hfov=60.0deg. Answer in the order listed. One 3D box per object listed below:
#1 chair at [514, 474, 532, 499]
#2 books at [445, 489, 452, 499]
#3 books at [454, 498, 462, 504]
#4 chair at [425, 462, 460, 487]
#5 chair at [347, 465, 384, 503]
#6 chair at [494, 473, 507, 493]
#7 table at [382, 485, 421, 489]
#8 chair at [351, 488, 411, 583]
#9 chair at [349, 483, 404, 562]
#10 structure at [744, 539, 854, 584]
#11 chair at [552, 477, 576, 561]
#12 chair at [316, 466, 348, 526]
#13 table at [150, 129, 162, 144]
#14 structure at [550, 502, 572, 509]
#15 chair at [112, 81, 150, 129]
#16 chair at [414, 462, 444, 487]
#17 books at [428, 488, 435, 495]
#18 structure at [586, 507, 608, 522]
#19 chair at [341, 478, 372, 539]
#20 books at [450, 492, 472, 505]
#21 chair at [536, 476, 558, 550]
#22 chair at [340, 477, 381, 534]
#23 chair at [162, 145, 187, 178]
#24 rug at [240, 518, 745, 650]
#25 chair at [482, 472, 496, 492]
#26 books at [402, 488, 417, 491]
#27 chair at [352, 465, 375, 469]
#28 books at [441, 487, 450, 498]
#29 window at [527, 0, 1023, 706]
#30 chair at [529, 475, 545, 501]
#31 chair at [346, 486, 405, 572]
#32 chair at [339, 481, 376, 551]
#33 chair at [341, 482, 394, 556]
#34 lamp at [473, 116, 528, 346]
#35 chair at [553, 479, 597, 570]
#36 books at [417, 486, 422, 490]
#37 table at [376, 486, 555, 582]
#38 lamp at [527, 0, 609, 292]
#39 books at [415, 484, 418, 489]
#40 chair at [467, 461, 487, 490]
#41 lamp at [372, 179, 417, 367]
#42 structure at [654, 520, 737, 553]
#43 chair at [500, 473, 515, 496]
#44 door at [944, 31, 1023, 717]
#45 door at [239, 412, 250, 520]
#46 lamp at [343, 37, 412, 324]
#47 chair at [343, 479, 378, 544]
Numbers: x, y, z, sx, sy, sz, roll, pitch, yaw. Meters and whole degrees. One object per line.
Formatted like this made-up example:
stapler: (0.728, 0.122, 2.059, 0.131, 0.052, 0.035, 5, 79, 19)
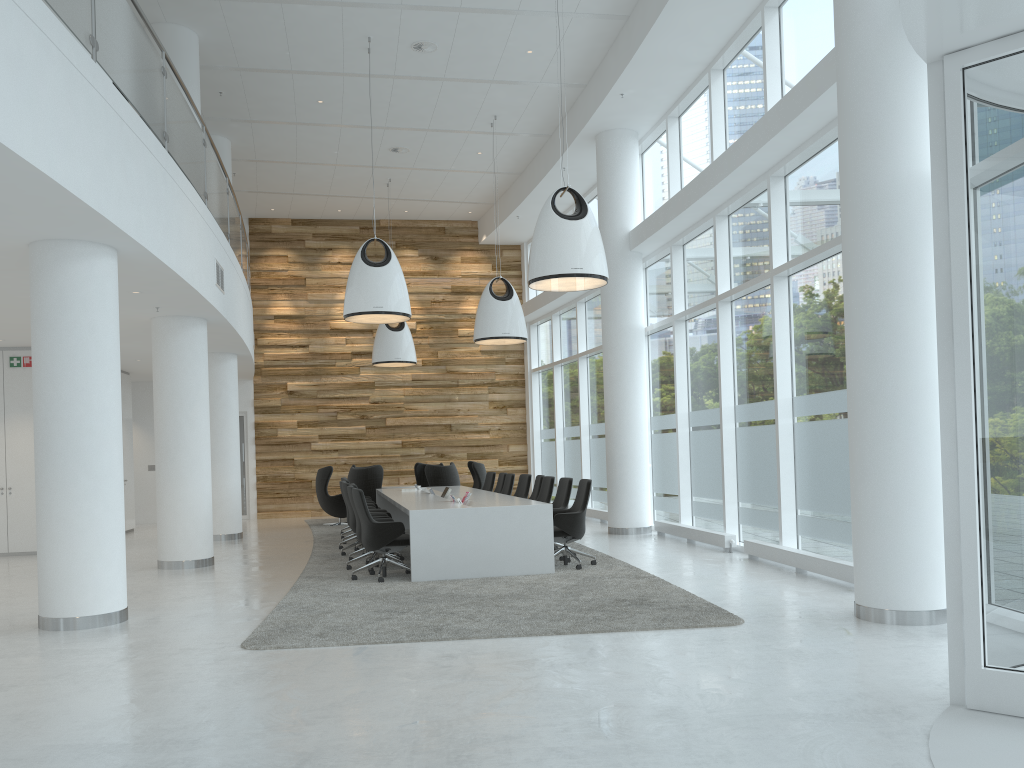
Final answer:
chair: (-0.017, 1.813, 12.982, 0.673, 0.965, 0.687, -1, -2, -17)
books: (-0.955, 1.597, 12.585, 0.158, 0.241, 0.353, -1, -3, -12)
books: (-0.573, 1.414, 10.173, 0.143, 0.226, 0.204, -1, -2, -13)
chair: (-1.397, 2.039, 16.503, 0.919, 1.151, 0.914, -3, -3, 38)
chair: (-2.561, 2.059, 16.289, 0.914, 1.151, 0.919, -2, -2, 8)
chair: (-0.369, 1.941, 14.492, 0.673, 0.965, 0.687, -1, -2, -12)
table: (-2.172, 2.354, 17.367, 0.799, 0.695, 0.800, -2, -3, 13)
chair: (-1.372, 1.576, 9.378, 0.673, 0.965, 0.687, -1, -2, -17)
chair: (-1.704, 1.715, 11.035, 0.673, 0.965, 0.687, -1, -2, -12)
structure: (2.899, 1.782, 8.830, 0.150, 0.213, 2.696, -2, -4, -7)
chair: (0.432, 1.618, 10.660, 0.673, 0.965, 0.687, -1, -2, -12)
chair: (-3.318, 2.150, 17.143, 0.916, 1.151, 0.916, -1, -2, -22)
table: (-4.013, -2.228, 9.228, 0.799, 0.753, 0.801, -1, -3, -22)
structure: (0.851, 2.628, 18.881, 0.150, 0.213, 2.696, -1, -4, -16)
chair: (-3.920, -2.498, 8.406, 0.913, 1.151, 0.919, -1, -2, -21)
chair: (-1.803, 2.206, 18.493, 0.914, 1.151, 0.919, -2, -2, 8)
books: (-1.133, 1.631, 12.892, 0.153, 0.238, 0.191, -1, -2, -12)
structure: (1.645, 2.365, 15.821, 0.150, 0.213, 2.696, -1, -4, -13)
chair: (-2.383, 1.972, 14.061, 0.673, 0.965, 0.687, -1, -2, -12)
books: (-0.612, 1.444, 10.671, 0.231, 0.275, 0.598, -2, -4, 9)
chair: (0.256, 1.686, 11.460, 0.673, 0.965, 0.687, -1, -2, -12)
chair: (-2.545, 2.039, 14.859, 0.674, 0.965, 0.687, -2, -2, -7)
chair: (-4.159, -2.359, 10.099, 0.913, 1.151, 0.919, -1, -2, -18)
rug: (-1.166, 2.313, 12.663, 3.937, 0.010, 13.483, -1, -5, -11)
chair: (-0.579, 2.014, 15.343, 0.673, 0.965, 0.687, -1, -2, -17)
books: (-1.659, 1.703, 14.304, 0.224, 0.026, 0.264, -2, -4, -2)
chair: (-2.944, 2.224, 18.253, 0.919, 1.151, 0.914, -3, -3, 38)
books: (-0.967, 1.578, 12.563, 0.139, 0.229, 0.357, -2, -3, -12)
window: (-18.628, -0.154, 13.343, 62.986, 6.133, 30.849, -4, -5, 28)
chair: (0.162, 1.748, 12.218, 0.674, 0.965, 0.687, -2, -2, -7)
chair: (-1.582, 1.649, 10.229, 0.673, 0.965, 0.687, -1, -2, -12)
chair: (-2.113, 1.843, 12.503, 0.674, 0.965, 0.687, -2, -2, -7)
chair: (-1.935, 1.777, 11.738, 0.673, 0.965, 0.687, -1, -2, -17)
lamp: (-0.242, -2.496, 14.361, 0.885, 3.643, 0.884, -2, -1, 32)
chair: (0.594, 1.551, 9.862, 0.674, 0.965, 0.687, -2, -2, -7)
books: (-1.486, 1.785, 14.616, 0.139, 0.223, 0.162, -2, -2, -12)
table: (-0.959, 1.913, 12.366, 1.500, 0.738, 6.574, -1, -4, -12)
lamp: (0.547, -2.892, 9.596, 0.885, 3.643, 0.883, -2, -1, 34)
books: (-1.561, 1.805, 14.946, 0.153, 0.241, 0.183, -1, -2, -12)
chair: (-0.954, 2.114, 17.660, 0.916, 1.151, 0.916, -1, -2, -22)
lamp: (-2.362, -2.192, 17.399, 0.885, 3.643, 0.884, -2, -1, 27)
structure: (2.434, 2.041, 11.973, 0.150, 0.213, 2.696, -2, -4, -10)
chair: (-0.248, 1.875, 13.686, 0.673, 0.965, 0.687, -1, -2, -12)
door: (3.657, -0.170, 2.850, 2.995, 3.106, 3.003, -2, -2, -2)
door: (-6.747, 1.832, 19.634, 1.804, 2.399, 0.132, -2, -1, -9)
lamp: (-1.808, -2.663, 11.566, 0.885, 3.643, 0.883, -2, -1, 34)
chair: (-2.207, 1.904, 13.261, 0.673, 0.965, 0.687, -1, -2, -12)
